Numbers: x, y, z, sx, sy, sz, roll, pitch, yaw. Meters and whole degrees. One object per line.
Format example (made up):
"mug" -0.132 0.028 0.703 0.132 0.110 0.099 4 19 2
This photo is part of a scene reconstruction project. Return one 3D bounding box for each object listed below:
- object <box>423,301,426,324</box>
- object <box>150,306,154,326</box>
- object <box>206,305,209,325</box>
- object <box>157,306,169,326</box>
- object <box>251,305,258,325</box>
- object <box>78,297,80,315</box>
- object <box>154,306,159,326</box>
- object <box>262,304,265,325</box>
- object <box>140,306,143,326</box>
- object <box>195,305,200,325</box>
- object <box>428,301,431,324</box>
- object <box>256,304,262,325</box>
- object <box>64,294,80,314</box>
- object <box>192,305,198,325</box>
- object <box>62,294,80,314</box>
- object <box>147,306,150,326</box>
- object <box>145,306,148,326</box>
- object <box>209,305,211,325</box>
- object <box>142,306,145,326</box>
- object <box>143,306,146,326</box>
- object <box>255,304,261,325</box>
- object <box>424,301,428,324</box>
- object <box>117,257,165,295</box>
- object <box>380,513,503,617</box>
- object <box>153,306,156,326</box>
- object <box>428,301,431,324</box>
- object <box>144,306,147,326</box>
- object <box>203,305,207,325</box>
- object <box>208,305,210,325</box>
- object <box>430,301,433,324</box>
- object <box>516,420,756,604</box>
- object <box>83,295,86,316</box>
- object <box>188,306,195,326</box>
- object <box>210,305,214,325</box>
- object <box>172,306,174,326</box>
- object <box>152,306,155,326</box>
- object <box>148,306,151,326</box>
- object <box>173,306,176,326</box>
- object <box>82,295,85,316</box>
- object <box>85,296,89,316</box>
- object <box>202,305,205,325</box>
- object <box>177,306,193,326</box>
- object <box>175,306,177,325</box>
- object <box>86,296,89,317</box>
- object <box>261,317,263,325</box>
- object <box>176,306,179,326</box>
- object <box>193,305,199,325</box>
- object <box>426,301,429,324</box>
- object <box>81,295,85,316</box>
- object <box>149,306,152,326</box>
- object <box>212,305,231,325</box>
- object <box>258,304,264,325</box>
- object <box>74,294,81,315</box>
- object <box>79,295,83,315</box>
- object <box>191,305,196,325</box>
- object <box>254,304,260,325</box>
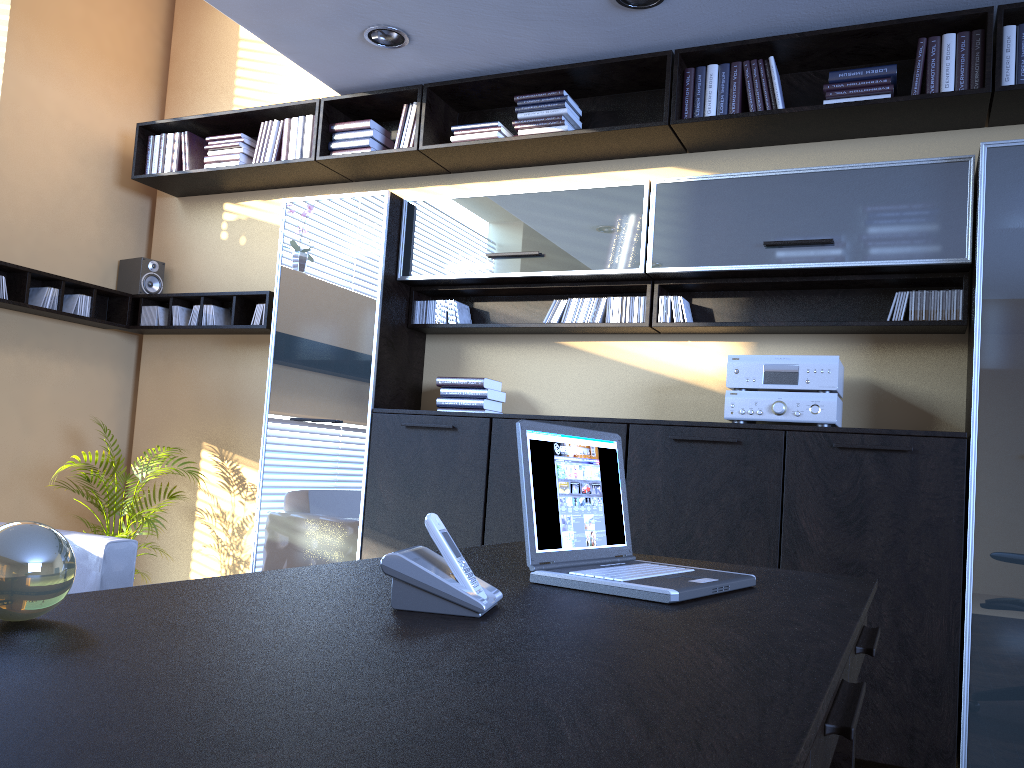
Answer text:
"object" -0.418 -0.358 4.588 0.006 0.118 0.140 2 -5 25
"object" -2.128 -0.400 5.375 0.009 0.120 0.142 2 -5 25
"object" -1.733 -0.390 5.194 0.030 0.120 0.142 2 -5 25
"object" -2.078 -0.398 5.352 0.040 0.118 0.142 2 -5 25
"object" -1.420 -0.381 5.050 0.040 0.118 0.142 2 -5 25
"object" -2.536 -0.454 5.093 0.140 0.118 0.006 2 -4 25
"object" -2.100 -0.399 5.363 0.009 0.120 0.142 2 -5 25
"object" -1.359 -0.381 5.022 0.009 0.120 0.142 2 -5 25
"object" -2.203 -0.402 5.410 0.009 0.120 0.142 2 -5 25
"object" -1.802 -0.392 5.226 0.030 0.120 0.142 2 -5 25
"object" -0.391 -0.357 4.573 0.006 0.118 0.140 2 -5 25
"object" -1.388 -0.381 5.035 0.030 0.120 0.142 2 -5 25
"object" -2.539 -0.455 5.068 0.142 0.122 0.041 2 -5 25
"object" -1.821 -0.392 5.234 0.030 0.120 0.142 2 -5 25
"object" -2.543 -0.456 5.069 0.142 0.118 0.040 2 -5 24
"object" -2.156 -0.401 5.388 0.009 0.120 0.142 2 -5 25
"object" -2.165 -0.401 5.392 0.009 0.120 0.142 2 -5 25
"object" -1.715 -0.389 5.186 0.030 0.120 0.142 2 -5 25
"object" -2.193 -0.402 5.405 0.009 0.120 0.142 2 -5 25
"object" -2.184 -0.402 5.401 0.009 0.120 0.142 2 -5 25
"object" -1.397 -0.382 5.040 0.030 0.120 0.142 2 -5 25
"object" -0.409 -0.358 4.584 0.009 0.120 0.142 2 -5 24
"object" -2.294 -0.646 5.485 0.254 0.229 0.159 1 -5 35
"object" -0.092 0.243 1.223 0.146 0.126 0.130 3 -5 10
"object" -2.109 -0.400 5.367 0.009 0.120 0.142 2 -5 25
"object" -0.391 -0.357 4.575 0.009 0.120 0.142 2 -5 25
"object" -2.175 -0.401 5.397 0.009 0.120 0.142 2 -5 25
"object" -1.752 -0.391 5.203 0.009 0.120 0.142 2 -5 25
"object" -1.724 -0.390 5.190 0.030 0.120 0.142 2 -5 25
"object" -0.382 -0.357 4.568 0.006 0.118 0.140 2 -5 25
"object" 0.239 0.225 1.641 0.323 0.282 0.391 1 -6 35
"object" -2.518 -0.451 5.118 0.142 0.120 0.009 2 -4 25
"object" -1.844 -0.392 5.245 0.040 0.118 0.142 2 -5 25
"object" -1.705 -0.389 5.181 0.030 0.120 0.142 2 -5 25
"object" -1.974 -0.396 5.305 0.030 0.120 0.142 2 -5 25
"object" -2.119 -0.400 5.371 0.009 0.120 0.142 2 -5 25
"object" -2.146 -0.401 5.384 0.009 0.120 0.142 2 -5 25
"object" -1.964 -0.396 5.300 0.030 0.120 0.142 2 -5 25
"object" -2.520 -0.452 5.108 0.140 0.118 0.006 2 -4 24
"object" -2.509 -0.448 5.136 0.142 0.120 0.009 2 -4 24
"object" -1.761 -0.391 5.207 0.009 0.120 0.142 2 -5 25
"object" -1.932 -0.394 5.285 0.040 0.118 0.142 2 -5 25
"object" -1.955 -0.395 5.296 0.030 0.120 0.142 2 -5 25
"object" -2.508 -0.448 5.135 0.140 0.118 0.006 2 -4 24
"object" -1.378 -0.381 5.031 0.030 0.123 0.142 2 -5 25
"object" -1.946 -0.395 5.292 0.030 0.120 0.142 2 -5 25
"object" -1.812 -0.392 5.230 0.030 0.120 0.142 2 -5 25
"object" -0.401 -0.357 4.578 0.009 0.120 0.142 2 -5 25
"object" -2.522 -0.452 5.109 0.142 0.120 0.009 2 -4 24
"object" -2.137 -0.400 5.380 0.009 0.120 0.142 2 -5 25
"object" -1.692 -0.388 5.175 0.040 0.118 0.142 2 -5 25
"object" -1.378 -0.381 5.031 0.030 0.120 0.142 2 -5 25
"object" -2.537 -0.454 5.093 0.142 0.120 0.009 2 -4 24
"object" -2.527 -0.453 5.100 0.142 0.120 0.009 2 -4 25
"object" -1.830 -0.392 5.239 0.030 0.120 0.142 2 -5 25
"object" -1.406 -0.382 5.044 0.030 0.120 0.142 2 -5 25
